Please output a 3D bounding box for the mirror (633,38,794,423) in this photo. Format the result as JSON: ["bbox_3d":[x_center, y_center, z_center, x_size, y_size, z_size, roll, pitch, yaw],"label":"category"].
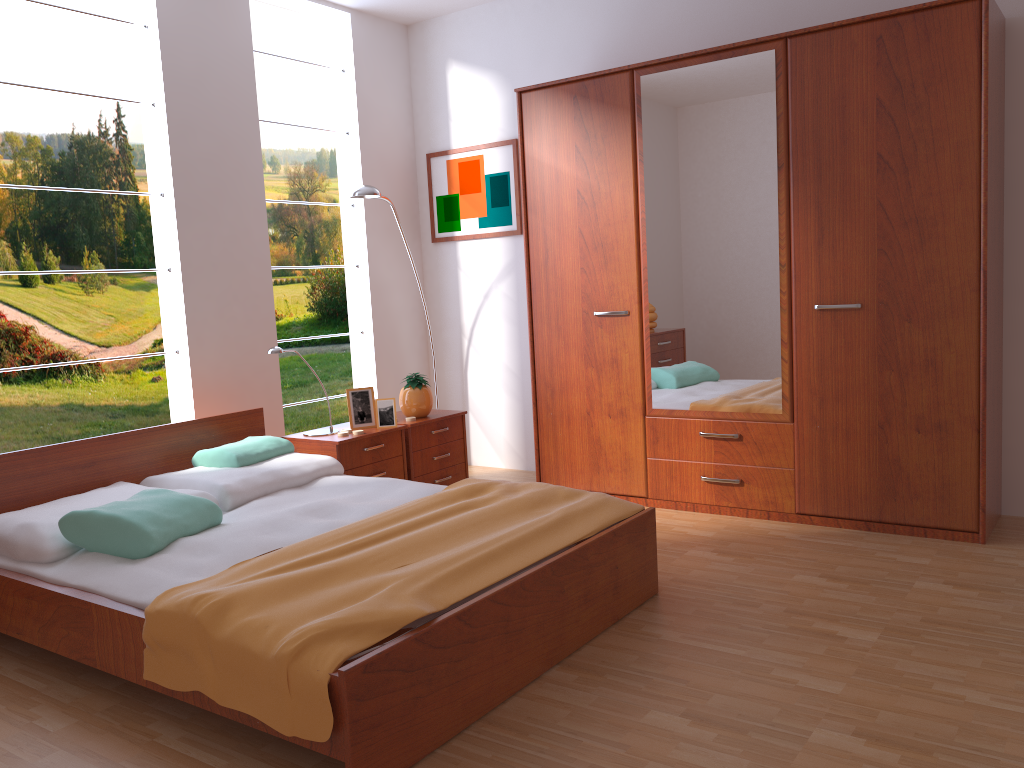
[{"bbox_3d":[0.855,-0.613,3.804,0.681,1.556,0.037,1,8,35],"label":"mirror"}]

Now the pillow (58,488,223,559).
[{"bbox_3d":[-1.182,0.441,2.856,0.334,0.164,0.425,-2,7,12],"label":"pillow"}]

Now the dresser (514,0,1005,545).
[{"bbox_3d":[1.022,-0.427,3.968,2.017,2.004,0.487,1,8,35],"label":"dresser"}]

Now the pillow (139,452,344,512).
[{"bbox_3d":[-1.089,0.391,3.623,0.574,0.182,0.630,1,8,34],"label":"pillow"}]

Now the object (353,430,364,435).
[{"bbox_3d":[-0.695,0.220,4.006,0.049,0.018,0.049,-1,7,22],"label":"object"}]

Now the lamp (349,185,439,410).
[{"bbox_3d":[-0.538,-0.239,4.807,0.387,1.603,0.799,-2,6,8],"label":"lamp"}]

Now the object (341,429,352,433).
[{"bbox_3d":[-0.758,0.217,4.061,0.049,0.018,0.049,-1,7,22],"label":"object"}]

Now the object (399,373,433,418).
[{"bbox_3d":[-0.481,0.057,4.433,0.170,0.223,0.169,-1,7,15],"label":"object"}]

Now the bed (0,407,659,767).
[{"bbox_3d":[-0.700,0.484,3.019,1.990,0.560,1.632,1,8,35],"label":"bed"}]

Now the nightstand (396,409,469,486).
[{"bbox_3d":[-0.497,0.381,4.514,0.377,0.442,0.439,1,8,35],"label":"nightstand"}]

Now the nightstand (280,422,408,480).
[{"bbox_3d":[-0.765,0.437,4.138,0.377,0.442,0.439,1,8,35],"label":"nightstand"}]

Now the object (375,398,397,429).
[{"bbox_3d":[-0.587,0.136,4.141,0.094,0.137,0.027,-4,6,-9],"label":"object"}]

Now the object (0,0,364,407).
[{"bbox_3d":[-1.461,-0.720,4.181,0.033,1.815,2.205,1,8,35],"label":"object"}]

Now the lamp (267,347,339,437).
[{"bbox_3d":[-0.922,0.030,3.976,0.163,0.421,0.337,0,7,23],"label":"lamp"}]

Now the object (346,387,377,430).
[{"bbox_3d":[-0.703,0.114,4.159,0.131,0.191,0.037,-6,7,-24],"label":"object"}]

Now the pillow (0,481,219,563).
[{"bbox_3d":[-1.464,0.475,3.060,0.574,0.157,0.682,0,7,29],"label":"pillow"}]

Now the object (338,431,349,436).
[{"bbox_3d":[-0.759,0.226,3.986,0.049,0.018,0.049,-1,7,22],"label":"object"}]

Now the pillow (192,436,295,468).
[{"bbox_3d":[-1.120,0.295,3.702,0.276,0.116,0.322,1,8,32],"label":"pillow"}]

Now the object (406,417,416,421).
[{"bbox_3d":[-0.494,0.173,4.333,0.049,0.018,0.049,-1,7,22],"label":"object"}]

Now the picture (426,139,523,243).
[{"bbox_3d":[-0.219,-1.086,5.048,0.645,0.517,0.030,1,8,35],"label":"picture"}]
